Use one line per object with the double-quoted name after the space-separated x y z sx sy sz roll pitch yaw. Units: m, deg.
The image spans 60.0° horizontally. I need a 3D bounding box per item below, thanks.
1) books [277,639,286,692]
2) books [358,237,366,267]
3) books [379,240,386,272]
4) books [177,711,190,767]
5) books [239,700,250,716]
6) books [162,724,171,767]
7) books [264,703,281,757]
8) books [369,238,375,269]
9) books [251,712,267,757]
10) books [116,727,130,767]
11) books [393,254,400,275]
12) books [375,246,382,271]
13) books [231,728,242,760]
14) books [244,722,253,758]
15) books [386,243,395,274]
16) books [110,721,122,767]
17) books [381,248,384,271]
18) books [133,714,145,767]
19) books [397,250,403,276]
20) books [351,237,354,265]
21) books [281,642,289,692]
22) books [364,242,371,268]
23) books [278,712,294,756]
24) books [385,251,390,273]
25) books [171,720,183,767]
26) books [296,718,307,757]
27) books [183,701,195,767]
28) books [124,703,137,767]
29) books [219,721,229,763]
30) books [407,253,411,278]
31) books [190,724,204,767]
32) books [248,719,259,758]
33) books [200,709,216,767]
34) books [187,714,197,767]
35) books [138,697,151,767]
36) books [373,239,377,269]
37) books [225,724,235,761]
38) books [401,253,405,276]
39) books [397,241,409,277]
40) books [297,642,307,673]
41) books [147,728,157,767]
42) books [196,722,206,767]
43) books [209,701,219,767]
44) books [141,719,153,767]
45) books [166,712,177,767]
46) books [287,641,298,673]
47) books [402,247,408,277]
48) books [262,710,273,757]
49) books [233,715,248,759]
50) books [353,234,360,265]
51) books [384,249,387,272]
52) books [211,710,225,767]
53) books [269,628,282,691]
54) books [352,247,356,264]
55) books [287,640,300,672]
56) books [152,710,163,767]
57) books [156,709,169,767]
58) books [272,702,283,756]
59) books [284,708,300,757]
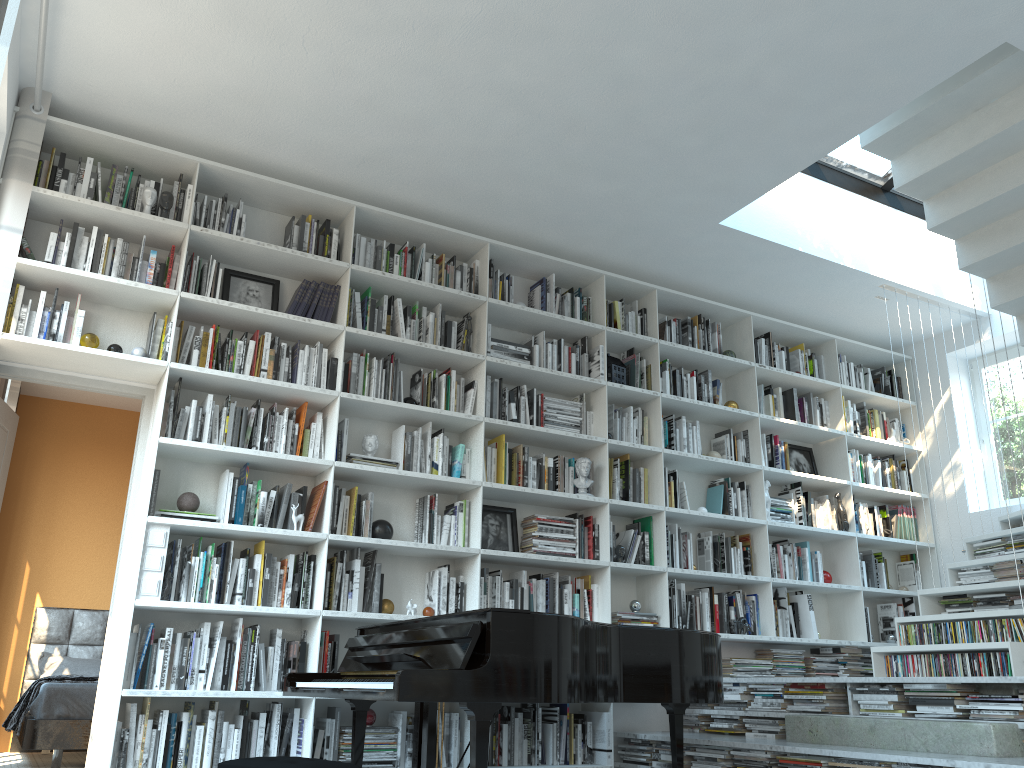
-1.124 1.350 4.257 0.011 0.239 0.175 11 -21 -27 "books"
-0.882 -0.697 5.080 0.031 0.254 0.146 11 -21 -27 "books"
-0.773 -0.681 5.136 0.010 0.263 0.161 11 -21 -27 "books"
-1.493 1.609 3.984 0.027 0.255 0.160 11 -21 -27 "books"
-1.258 1.633 4.123 0.013 0.309 0.131 11 -21 -27 "books"
-1.554 1.622 3.945 0.022 0.205 0.159 11 -21 -27 "books"
-1.133 1.657 4.162 0.021 0.294 0.188 11 -21 -27 "books"
-0.837 -0.687 5.102 0.023 0.250 0.171 11 -21 -27 "books"
-1.193 1.666 4.132 0.027 0.255 0.179 11 -21 -27 "books"
-1.698 1.592 3.843 0.029 0.190 0.177 11 -21 -27 "books"
-0.703 -0.635 5.171 0.030 0.200 0.152 11 -21 -27 "books"
-0.796 -0.665 5.098 0.029 0.207 0.179 11 -21 -27 "books"
-1.284 1.675 4.058 0.031 0.187 0.190 11 -21 -27 "books"
-1.242 1.682 4.116 0.024 0.213 0.137 11 -21 -27 "books"
-0.732 -0.669 5.175 0.028 0.267 0.152 11 -21 -27 "books"
-1.733 1.583 3.857 0.023 0.215 0.159 11 -21 -27 "books"
-0.783 -0.657 5.119 0.015 0.206 0.167 11 -21 -27 "books"
-1.652 1.582 3.899 0.024 0.245 0.143 11 -21 -27 "books"
-0.682 -0.648 5.183 0.013 0.233 0.155 11 -21 -27 "books"
-0.945 -0.704 5.038 0.029 0.236 0.156 11 -21 -27 "books"
-1.123 1.369 4.293 0.030 0.226 0.140 11 -21 -27 "books"
-0.856 -0.677 5.084 0.023 0.219 0.182 11 -21 -27 "books"
-1.095 1.690 4.197 0.065 0.255 0.156 11 -21 -27 "books"
-0.751 -0.647 5.159 0.012 0.215 0.150 11 -21 -27 "books"
-1.512 1.620 3.963 0.022 0.220 0.163 11 -21 -27 "books"
-1.016 1.702 4.191 0.017 0.232 0.213 11 -21 -27 "books"
-1.468 1.588 3.988 0.013 0.299 0.184 11 -21 -27 "books"
-1.678 1.552 3.885 0.045 0.292 0.181 11 -21 -27 "books"
-1.335 1.653 4.044 0.021 0.217 0.191 11 -21 -27 "books"
-0.636 -0.637 5.215 0.029 0.235 0.130 11 -21 -27 "books"
-1.429 1.641 3.989 0.030 0.201 0.168 11 -21 -27 "books"
-1.216 1.677 4.118 0.022 0.224 0.141 11 -21 -27 "books"
-1.391 1.619 4.023 0.031 0.265 0.187 11 -21 -27 "books"
-1.463 1.622 4.005 0.022 0.245 0.135 11 -21 -27 "books"
-1.635 1.551 3.916 0.011 0.317 0.158 11 -21 -27 "books"
-0.819 -0.685 5.106 0.012 0.249 0.174 11 -21 -27 "books"
-1.313 1.663 4.053 0.028 0.205 0.171 11 -21 -27 "books"
-0.668 -0.639 5.179 0.011 0.215 0.160 11 -21 -27 "books"
-0.647 -0.673 5.206 0.010 0.297 0.151 11 -21 -27 "books"
-1.046 1.377 4.317 0.030 0.230 0.151 11 -21 -27 "books"
-1.603 1.620 3.914 0.022 0.185 0.145 11 -21 -27 "books"
-1.424 1.649 4.025 0.014 0.210 0.146 11 -21 -27 "books"
-1.380 1.610 4.054 0.014 0.303 0.140 11 -21 -27 "books"
-1.618 1.596 3.904 0.022 0.225 0.155 11 -21 -27 "books"
-1.536 1.605 3.966 0.022 0.251 0.140 11 -21 -27 "books"
-1.079 1.362 4.270 0.023 0.227 0.190 11 -21 -27 "books"
-0.657 -0.653 5.191 0.013 0.250 0.184 11 -21 -27 "books"
-1.175 1.674 4.167 0.040 0.263 0.138 11 -21 -27 "books"
-1.260 1.653 4.080 0.023 0.243 0.188 11 -21 -27 "books"
-0.914 -0.708 5.088 0.021 0.278 0.141 11 -21 -27 "books"
-0.771 -0.657 5.160 0.025 0.234 0.130 11 -21 -27 "books"
-1.355 1.627 4.042 0.025 0.265 0.160 11 -21 -27 "books"
-1.152 1.332 4.278 0.025 0.287 0.131 11 -21 -27 "books"
-0.930 -0.669 5.055 0.024 0.182 0.133 11 -21 -27 "books"
-1.075 1.372 4.312 0.026 0.235 0.141 11 -21 -27 "books"
-1.578 1.582 3.918 0.013 0.260 0.174 11 -21 -27 "books"
-1.565 1.585 3.932 0.023 0.265 0.177 11 -21 -27 "books"
-1.118 1.655 4.168 0.012 0.302 0.166 11 -21 -27 "books"
-1.056 1.689 4.223 0.027 0.275 0.144 11 -21 -27 "books"
